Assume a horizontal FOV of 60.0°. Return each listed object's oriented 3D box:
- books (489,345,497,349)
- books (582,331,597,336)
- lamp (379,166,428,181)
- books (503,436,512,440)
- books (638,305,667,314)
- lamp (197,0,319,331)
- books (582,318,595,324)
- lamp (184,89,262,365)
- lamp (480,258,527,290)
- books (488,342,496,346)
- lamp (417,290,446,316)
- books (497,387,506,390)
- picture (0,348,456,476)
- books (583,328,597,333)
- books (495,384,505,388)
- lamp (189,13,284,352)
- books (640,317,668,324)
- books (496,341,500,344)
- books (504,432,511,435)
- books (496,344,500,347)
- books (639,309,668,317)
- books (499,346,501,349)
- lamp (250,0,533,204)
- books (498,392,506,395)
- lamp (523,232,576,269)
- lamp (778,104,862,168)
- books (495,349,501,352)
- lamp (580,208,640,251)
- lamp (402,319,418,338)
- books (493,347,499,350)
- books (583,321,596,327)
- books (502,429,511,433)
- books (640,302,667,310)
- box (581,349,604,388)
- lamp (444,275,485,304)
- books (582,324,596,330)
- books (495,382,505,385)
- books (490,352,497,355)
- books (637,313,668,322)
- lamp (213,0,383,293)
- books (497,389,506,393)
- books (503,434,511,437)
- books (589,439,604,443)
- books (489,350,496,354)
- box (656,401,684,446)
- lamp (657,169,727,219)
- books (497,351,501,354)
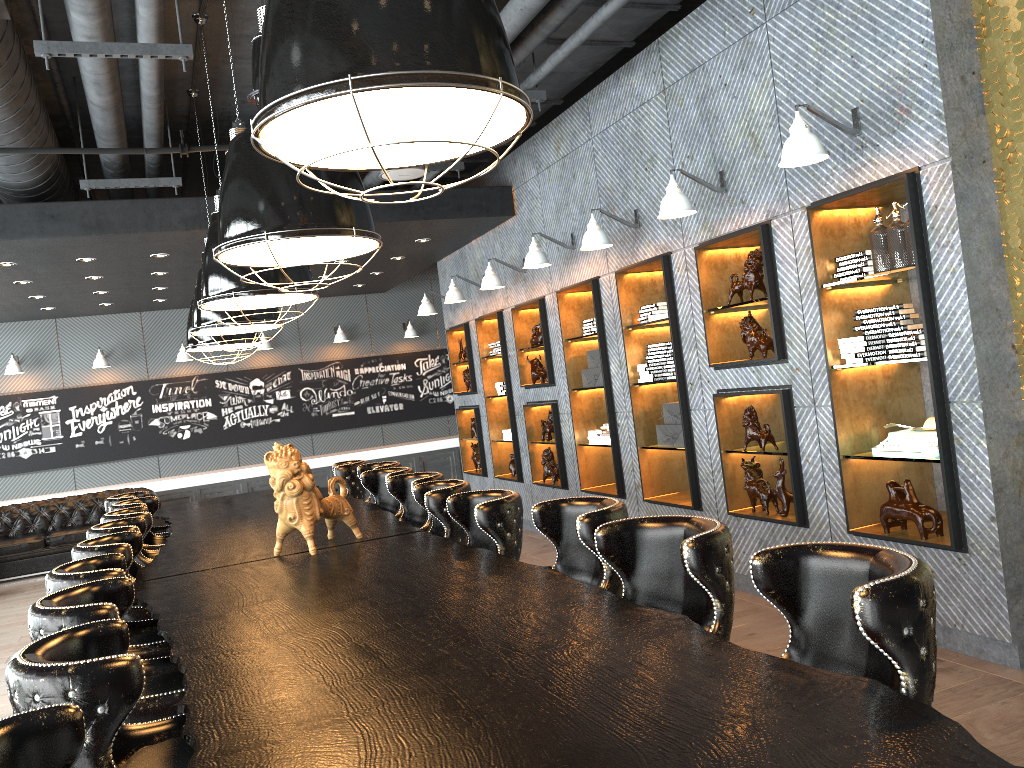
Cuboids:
[{"bbox_3d":[-0.129,-0.425,9.877,0.193,0.028,0.245,-7,0,-17],"label":"books"},{"bbox_3d":[0.753,-0.444,7.701,0.193,0.028,0.245,-7,0,-22],"label":"books"},{"bbox_3d":[-0.912,-2.143,6.923,0.380,1.045,0.381,-7,0,5],"label":"lamp"},{"bbox_3d":[0.053,0.580,9.720,0.243,0.034,0.180,-7,0,37],"label":"books"},{"bbox_3d":[1.120,-0.573,6.803,0.193,0.028,0.245,-7,0,-30],"label":"books"},{"bbox_3d":[-1.459,-1.437,4.698,0.621,2.303,0.621,-7,0,23],"label":"lamp"},{"bbox_3d":[0.746,-0.557,7.685,0.193,0.028,0.245,-7,0,-19],"label":"books"},{"bbox_3d":[-2.532,-1.310,7.409,0.621,2.303,0.621,-7,0,23],"label":"lamp"},{"bbox_3d":[-0.085,-1.078,8.527,0.490,0.287,0.243,-7,0,-6],"label":"lamp"},{"bbox_3d":[-0.132,-0.453,9.876,0.193,0.028,0.245,-7,0,-25],"label":"books"},{"bbox_3d":[-0.908,-0.988,10.604,0.490,0.287,0.243,-7,0,-6],"label":"lamp"},{"bbox_3d":[-0.023,0.039,9.703,0.245,0.028,0.193,-7,0,-22],"label":"books"},{"bbox_3d":[-2.565,0.155,14.143,12.470,1.103,0.200,-7,0,-22],"label":"picture"},{"bbox_3d":[0.743,-0.471,7.690,0.193,0.028,0.245,-7,0,-11],"label":"books"},{"bbox_3d":[-0.044,0.013,9.718,0.245,0.028,0.193,-7,0,-19],"label":"books"},{"bbox_3d":[-1.995,-1.374,6.054,0.621,2.303,0.621,-7,0,23],"label":"lamp"},{"bbox_3d":[1.105,-0.486,6.787,0.193,0.028,0.245,-7,0,-6],"label":"books"},{"bbox_3d":[-0.024,-0.466,9.610,0.245,0.028,0.194,-7,0,40],"label":"books"},{"bbox_3d":[0.053,0.527,9.741,0.243,0.024,0.175,-7,0,-31],"label":"books"},{"bbox_3d":[-0.021,-0.438,9.611,0.194,0.028,0.245,-7,0,-42],"label":"books"},{"bbox_3d":[1.113,-0.544,6.802,0.193,0.028,0.245,-7,0,-14],"label":"books"},{"bbox_3d":[0.010,-0.413,9.640,0.194,0.028,0.245,-7,0,-40],"label":"books"},{"bbox_3d":[-0.386,-1.565,1.987,0.621,2.303,0.621,-7,0,23],"label":"lamp"},{"bbox_3d":[-0.007,0.094,9.707,0.245,0.028,0.193,-7,0,-26],"label":"books"},{"bbox_3d":[0.315,-1.151,7.509,0.490,0.287,0.243,-7,0,-6],"label":"lamp"},{"bbox_3d":[1.547,-1.261,4.405,0.490,0.287,0.243,-7,0,-6],"label":"lamp"},{"bbox_3d":[-0.036,-0.379,9.617,0.194,0.028,0.245,-7,0,-35],"label":"books"},{"bbox_3d":[0.721,-1.155,6.496,0.490,0.287,0.243,-7,0,-6],"label":"lamp"},{"bbox_3d":[-1.634,-0.890,14.262,0.244,0.287,0.489,-7,0,-6],"label":"lamp"},{"bbox_3d":[-0.088,-0.401,9.891,0.193,0.028,0.245,-7,0,-15],"label":"books"},{"bbox_3d":[0.753,-0.530,7.729,0.193,0.028,0.245,-7,0,-16],"label":"books"},{"bbox_3d":[0.035,0.503,9.729,0.225,0.029,0.179,-7,0,-39],"label":"books"},{"bbox_3d":[1.128,-0.603,6.800,0.193,0.028,0.245,-7,0,-22],"label":"books"},{"bbox_3d":[0.778,-0.145,7.718,0.298,0.316,0.419,-7,0,-22],"label":"box"},{"bbox_3d":[-0.511,-1.046,9.598,0.490,0.287,0.243,-7,0,-6],"label":"lamp"},{"bbox_3d":[0.754,-0.501,7.681,0.194,0.028,0.245,-7,0,-31],"label":"books"},{"bbox_3d":[-0.037,-0.017,9.723,0.245,0.028,0.193,-7,0,-29],"label":"books"},{"bbox_3d":[-0.118,-0.341,9.876,0.193,0.028,0.245,-7,0,-18],"label":"books"},{"bbox_3d":[1.091,-0.513,6.813,0.193,0.028,0.245,-7,0,-11],"label":"books"},{"bbox_3d":[-0.923,-1.501,3.342,0.621,2.303,0.621,-7,0,23],"label":"lamp"},{"bbox_3d":[-0.025,0.067,9.658,0.245,0.028,0.193,-7,0,-13],"label":"books"},{"bbox_3d":[0.036,0.553,9.731,0.166,0.024,0.227,-7,0,-36],"label":"books"},{"bbox_3d":[0.825,0.488,7.797,0.180,0.034,0.243,-7,0,-43],"label":"books"},{"bbox_3d":[-0.138,-0.367,9.892,0.193,0.028,0.245,-7,0,-10],"label":"books"},{"bbox_3d":[1.261,0.296,6.681,0.323,0.316,0.419,-7,0,-22],"label":"box"},{"bbox_3d":[1.121,-1.201,5.485,0.490,0.287,0.243,-7,0,-6],"label":"lamp"},{"bbox_3d":[-0.011,-0.354,9.610,0.194,0.028,0.245,-7,0,-43],"label":"books"}]
